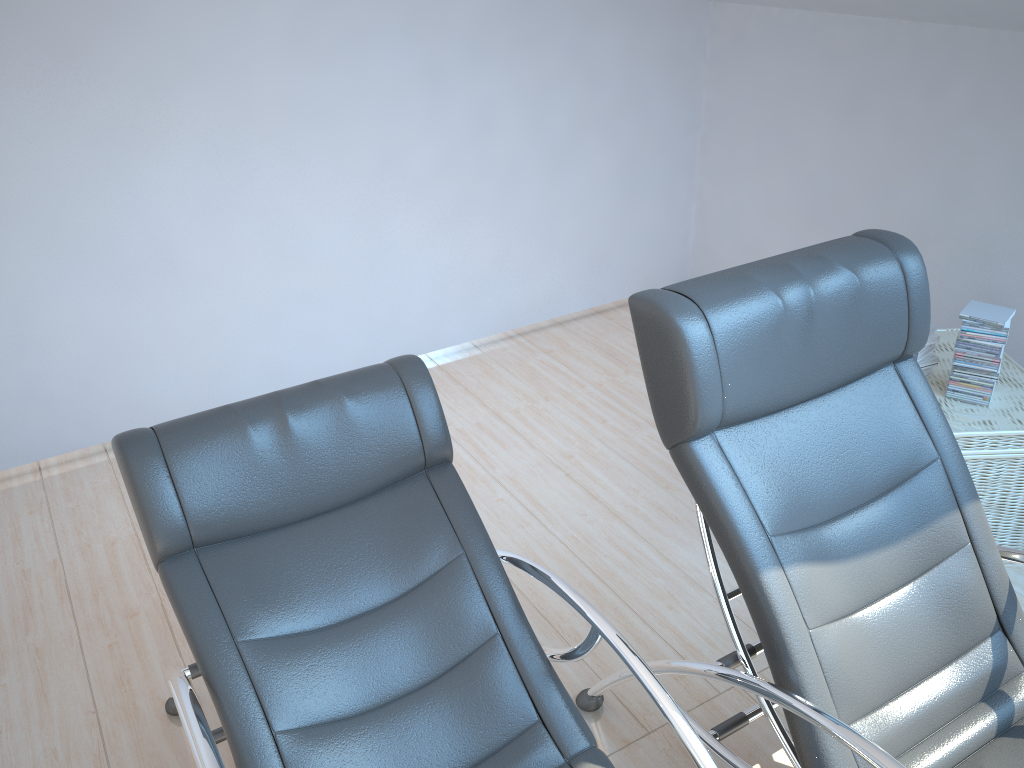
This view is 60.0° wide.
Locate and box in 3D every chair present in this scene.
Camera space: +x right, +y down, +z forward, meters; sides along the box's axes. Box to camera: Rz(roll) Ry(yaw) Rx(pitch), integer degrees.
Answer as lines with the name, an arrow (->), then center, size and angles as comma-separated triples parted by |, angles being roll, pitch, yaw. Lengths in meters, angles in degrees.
chair -> 1.002, 0.597, 1.614 | 0.836, 1.251, 1.938 | -17, 32, -26
chair -> -0.091, 0.783, 1.643 | 0.836, 0.953, 2.114 | -17, 32, -26

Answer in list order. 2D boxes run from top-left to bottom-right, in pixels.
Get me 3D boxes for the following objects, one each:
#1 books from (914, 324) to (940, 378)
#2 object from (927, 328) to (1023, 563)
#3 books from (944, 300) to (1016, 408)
books -> 1.320, -0.105, 2.968 | 0.162, 0.184, 0.165 | -18, 32, -27
object -> 1.386, 0.197, 3.111 | 0.745, 0.518, 0.744 | -2, 28, 0
books -> 1.475, -0.093, 2.813 | 0.149, 0.300, 0.149 | 14, 32, 27
